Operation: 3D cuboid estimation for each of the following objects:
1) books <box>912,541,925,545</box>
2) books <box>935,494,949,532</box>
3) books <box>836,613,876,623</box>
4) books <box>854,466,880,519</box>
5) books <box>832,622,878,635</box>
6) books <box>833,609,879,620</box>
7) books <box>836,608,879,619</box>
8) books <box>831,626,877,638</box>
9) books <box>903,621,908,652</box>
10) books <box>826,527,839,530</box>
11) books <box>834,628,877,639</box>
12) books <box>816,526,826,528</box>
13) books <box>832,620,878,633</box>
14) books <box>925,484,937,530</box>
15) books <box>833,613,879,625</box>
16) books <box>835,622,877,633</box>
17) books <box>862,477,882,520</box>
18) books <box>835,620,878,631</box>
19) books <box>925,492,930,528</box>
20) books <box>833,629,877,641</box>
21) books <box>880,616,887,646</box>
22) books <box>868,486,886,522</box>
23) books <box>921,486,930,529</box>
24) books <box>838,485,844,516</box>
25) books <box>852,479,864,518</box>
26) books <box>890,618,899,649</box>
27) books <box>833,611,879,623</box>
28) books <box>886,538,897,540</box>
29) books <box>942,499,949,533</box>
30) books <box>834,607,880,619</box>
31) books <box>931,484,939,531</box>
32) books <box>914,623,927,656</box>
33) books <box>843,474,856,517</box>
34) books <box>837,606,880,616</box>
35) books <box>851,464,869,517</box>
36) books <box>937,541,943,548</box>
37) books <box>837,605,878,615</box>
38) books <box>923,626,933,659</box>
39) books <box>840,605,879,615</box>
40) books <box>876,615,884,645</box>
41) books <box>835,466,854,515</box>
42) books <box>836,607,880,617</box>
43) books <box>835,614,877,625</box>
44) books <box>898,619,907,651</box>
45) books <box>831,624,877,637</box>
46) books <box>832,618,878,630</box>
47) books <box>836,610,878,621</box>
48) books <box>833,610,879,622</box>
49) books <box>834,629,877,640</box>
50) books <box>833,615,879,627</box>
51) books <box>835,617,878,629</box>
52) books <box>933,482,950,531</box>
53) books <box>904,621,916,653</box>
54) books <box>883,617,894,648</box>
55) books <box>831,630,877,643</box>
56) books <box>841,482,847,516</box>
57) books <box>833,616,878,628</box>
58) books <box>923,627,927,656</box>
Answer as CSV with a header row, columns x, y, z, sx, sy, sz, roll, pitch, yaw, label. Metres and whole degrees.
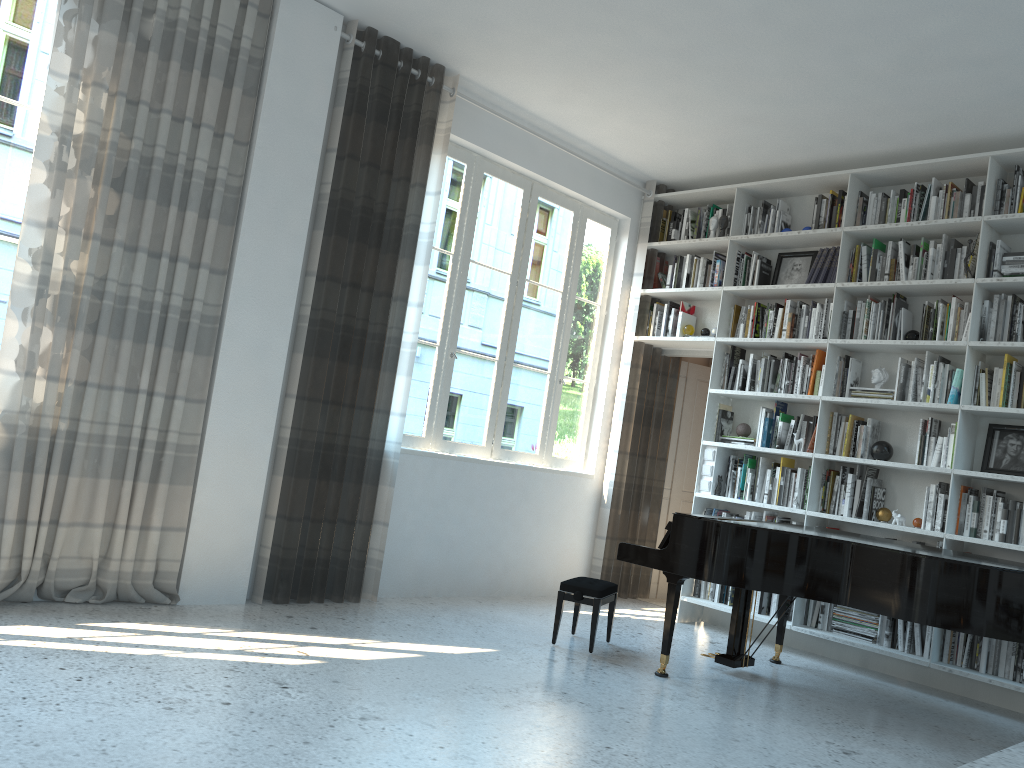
x,y,z,sx,sy,sz,roll,pitch,yaw,label
2.414,1.090,5.301,0.134,0.294,0.025,12,-5,-44,books
2.541,0.761,5.213,0.153,0.220,0.029,12,-5,-44,books
2.154,1.442,5.475,0.254,0.005,0.161,4,-6,45,books
2.223,0.684,5.549,0.167,0.328,0.050,12,-5,-44,books
2.145,1.506,5.467,0.159,0.007,0.285,12,-6,-42,books
2.152,1.419,5.471,0.285,0.005,0.159,5,-6,42,books
2.156,1.414,5.470,0.161,0.005,0.254,12,-6,-40,books
2.137,1.525,5.464,0.285,0.007,0.159,5,-6,42,books
2.364,1.463,5.235,0.174,0.232,0.011,12,-5,-44,books
2.036,1.064,5.677,0.161,0.287,0.013,12,-5,-44,books
2.141,1.533,5.468,0.161,0.007,0.254,13,-6,-43,books
1.989,1.063,5.730,0.159,0.285,0.012,12,-5,-44,books
2.144,1.492,5.465,0.285,0.007,0.159,5,-6,42,books
2.508,0.734,5.251,0.159,0.269,0.027,12,-5,-44,books
2.152,1.447,5.473,0.285,0.005,0.159,4,-6,44,books
2.143,1.498,5.464,0.254,0.007,0.161,5,-6,42,books
2.243,0.719,5.518,0.163,0.261,0.027,12,-5,-44,books
2.149,1.486,5.470,0.161,0.007,0.254,13,-6,-43,books
2.503,0.758,5.277,0.148,0.225,0.015,12,-5,-44,books
2.134,1.546,5.462,0.161,0.007,0.254,12,-6,-40,books
2.280,1.442,5.347,0.144,0.265,0.031,12,-5,-44,books
2.267,0.747,5.509,0.160,0.212,0.023,12,-5,-44,books
2.490,0.742,5.282,0.161,0.254,0.012,12,-5,-44,books
2.129,0.744,5.640,0.157,0.196,0.024,12,-5,-44,books
2.200,0.728,5.586,0.136,0.240,0.028,12,-5,-44,books
2.318,1.458,5.303,0.136,0.237,0.028,12,-5,-44,books
2.155,1.436,5.475,0.159,0.005,0.285,13,-6,-43,books
2.294,1.084,5.410,0.159,0.285,0.012,12,-5,-44,books
2.574,0.779,5.205,0.142,0.194,0.031,12,-5,-44,books
2.158,1.409,5.471,0.285,0.005,0.159,5,-6,43,books
2.531,0.734,5.247,0.155,0.277,0.010,12,-5,-44,books
2.409,1.445,5.201,0.181,0.275,0.073,12,-5,-44,books
2.162,0.709,5.604,0.185,0.269,0.027,12,-5,-44,books
2.164,1.400,5.477,0.161,0.005,0.254,13,-6,-44,books
2.199,0.680,5.609,0.138,0.338,0.013,12,-5,-44,books
2.504,1.081,5.178,0.174,0.320,0.013,12,-5,-44,books
2.165,1.394,5.477,0.161,0.005,0.254,13,-6,-44,books
2.446,1.454,5.135,0.190,0.260,0.024,12,-5,-44,books
2.166,1.389,5.478,0.159,0.005,0.285,13,-6,-44,books
2.253,1.444,5.351,0.161,0.254,0.012,12,-5,-44,books
2.121,0.684,5.655,0.166,0.313,0.014,12,-5,-44,books
2.156,1.403,5.469,0.254,0.005,0.161,5,-6,41,books
2.154,1.453,5.475,0.161,0.005,0.254,13,-6,-44,books
2.342,1.451,5.264,0.178,0.253,0.062,12,-5,-44,books
2.138,1.519,5.461,0.159,0.007,0.285,12,-6,-39,books
2.144,1.478,5.464,0.285,0.007,0.159,5,-6,41,books
2.158,1.426,5.477,0.161,0.005,0.254,13,-6,-44,books
2.156,1.431,5.476,0.285,0.005,0.159,4,-6,45,books
2.142,1.541,5.469,0.161,0.007,0.254,13,-6,-44,books
2.156,1.459,5.473,0.159,0.007,0.285,13,-6,-44,books
2.151,1.472,5.471,0.161,0.007,0.254,13,-6,-43,books
2.537,0.727,5.237,0.132,0.290,0.014,12,-5,-44,books
2.370,1.442,5.223,0.180,0.274,0.012,12,-5,-44,books
2.287,1.473,5.314,0.178,0.202,0.029,12,-5,-44,books
2.140,1.554,5.469,0.159,0.007,0.285,13,-6,-44,books
2.144,0.735,5.622,0.172,0.215,0.021,12,-5,-44,books
2.153,1.466,5.471,0.159,0.007,0.285,13,-6,-43,books
2.451,1.458,5.174,0.133,0.259,0.025,12,-5,-44,books
